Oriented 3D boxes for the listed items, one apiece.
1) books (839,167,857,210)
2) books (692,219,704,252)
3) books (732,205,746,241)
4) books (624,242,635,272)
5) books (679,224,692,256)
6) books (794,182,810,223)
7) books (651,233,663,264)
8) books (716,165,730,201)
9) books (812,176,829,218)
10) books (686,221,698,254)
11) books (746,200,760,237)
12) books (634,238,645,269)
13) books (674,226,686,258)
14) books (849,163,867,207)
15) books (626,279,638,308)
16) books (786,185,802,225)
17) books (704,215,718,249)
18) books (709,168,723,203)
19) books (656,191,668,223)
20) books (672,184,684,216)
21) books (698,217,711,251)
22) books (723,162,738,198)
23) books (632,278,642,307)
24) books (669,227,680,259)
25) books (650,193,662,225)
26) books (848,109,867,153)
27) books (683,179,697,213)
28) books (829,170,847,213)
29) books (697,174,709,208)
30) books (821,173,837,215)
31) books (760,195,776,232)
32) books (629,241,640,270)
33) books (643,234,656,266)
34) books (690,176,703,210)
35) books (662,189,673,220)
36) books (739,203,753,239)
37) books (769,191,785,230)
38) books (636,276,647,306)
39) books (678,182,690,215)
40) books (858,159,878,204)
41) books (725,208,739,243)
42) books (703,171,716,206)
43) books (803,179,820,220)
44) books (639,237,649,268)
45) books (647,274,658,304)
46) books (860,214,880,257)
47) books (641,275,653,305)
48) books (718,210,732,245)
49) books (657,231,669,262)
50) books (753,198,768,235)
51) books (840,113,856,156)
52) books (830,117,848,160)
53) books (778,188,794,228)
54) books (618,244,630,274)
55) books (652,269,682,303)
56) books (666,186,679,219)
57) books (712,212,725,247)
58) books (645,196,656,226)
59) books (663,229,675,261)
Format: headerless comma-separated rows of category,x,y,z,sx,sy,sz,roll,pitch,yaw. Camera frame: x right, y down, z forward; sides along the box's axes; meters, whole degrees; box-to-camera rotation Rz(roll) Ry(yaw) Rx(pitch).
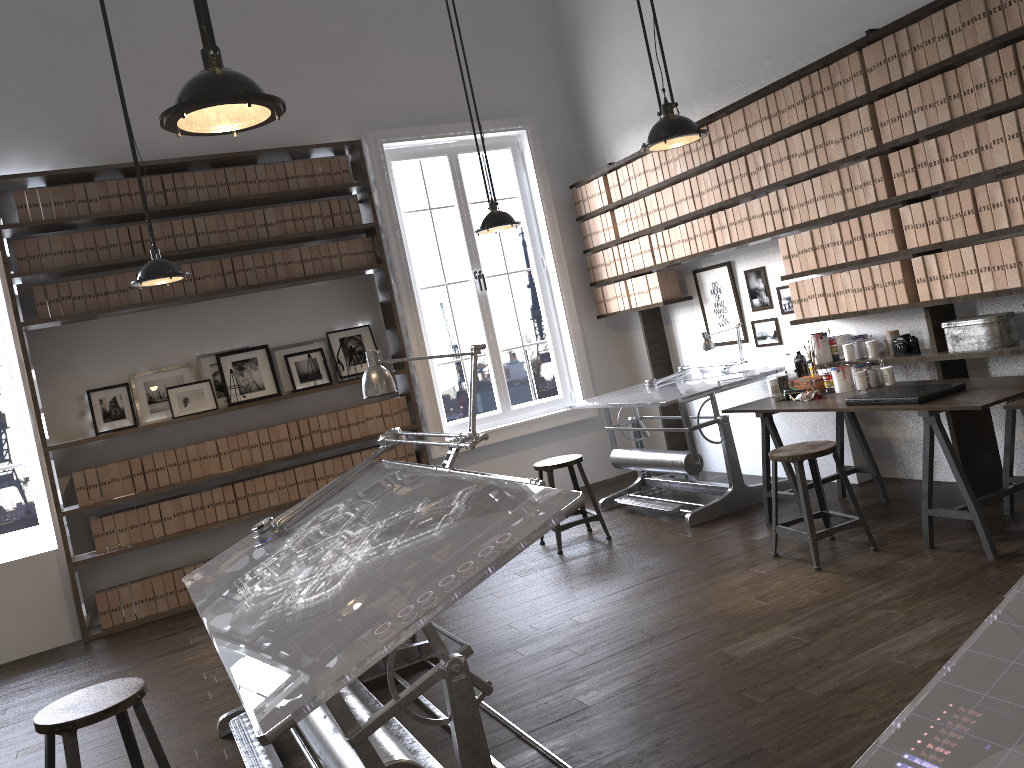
books,1.878,-1.068,4.795,0.175,0.225,0.066,-13,1,-25
books,1.328,-1.011,5.996,0.175,0.225,0.066,-13,1,-25
books,1.507,-1.027,5.610,0.175,0.225,0.066,-13,1,-25
books,0.966,-0.984,6.781,0.175,0.225,0.066,-13,1,-25
books,1.268,-1.004,6.117,0.175,0.225,0.066,-13,1,-25
books,1.737,-1.055,5.102,0.175,0.225,0.066,-13,1,-25
books,1.120,-0.991,6.449,0.175,0.225,0.066,-13,1,-25
books,1.416,-1.292,5.667,0.175,0.226,0.066,-13,1,-25
books,1.794,-1.060,4.972,0.175,0.225,0.066,-13,1,-25
books,1.298,-1.007,6.052,0.175,0.226,0.066,-13,1,-25
books,1.561,-1.032,5.488,0.175,0.225,0.066,-13,1,-25
books,1.026,-0.990,6.656,0.175,0.225,0.066,-13,1,-25
books,1.241,-1.002,6.185,0.175,0.225,0.066,-13,1,-25
books,1.908,-1.071,4.730,0.175,0.225,0.066,-13,1,-25
books,0.995,-0.710,6.840,0.175,0.226,0.066,-13,1,-25
books,1.709,-1.053,5.166,0.175,0.225,0.066,-13,1,-25
books,1.383,-1.015,5.869,0.175,0.226,0.066,-13,1,-25
books,1.386,-1.289,5.733,0.175,0.225,0.066,-13,1,-25
books,1.134,-1.267,6.300,0.175,0.225,0.066,-13,1,-25
books,1.218,-1.275,6.113,0.175,0.225,0.066,-13,1,-25
books,1.357,-1.013,5.938,0.175,0.225,0.066,-13,1,-25
books,1.446,-1.296,5.612,0.175,0.225,0.066,-13,1,-25
books,1.027,-0.713,6.775,0.175,0.225,0.066,-13,1,-25
books,1.215,-1.001,6.249,0.175,0.225,0.066,-13,1,-25
books,1.101,-1.264,6.362,0.175,0.225,0.066,-13,1,-25
books,1.879,-1.335,4.663,0.175,0.225,0.066,-13,1,-25
books,1.271,-1.279,5.989,0.175,0.226,0.066,-13,1,-25
books,1.845,-1.064,4.853,0.175,0.226,0.066,-13,1,-25
books,1.334,-1.286,5.865,0.175,0.225,0.066,-13,1,-25
books,1.821,-1.063,4.916,0.175,0.225,0.066,-13,1,-25
books,1.614,-1.036,5.364,0.175,0.226,0.066,-13,1,-25
books,0.999,-0.988,6.720,0.175,0.225,0.066,-13,1,-25
books,1.078,-0.994,6.528,0.175,0.226,0.066,-13,1,-25
books,1.303,-1.283,5.927,0.175,0.225,0.066,-13,1,-25
books,1.163,-1.270,6.235,0.175,0.225,0.066,-13,1,-25
books,1.529,-1.028,5.546,0.175,0.226,0.066,-13,1,-25
books,1.644,-1.046,5.292,0.175,0.225,0.066,-13,1,-25
books,1.054,-0.716,6.719,0.175,0.225,0.066,-13,1,-25
books,1.242,-1.277,6.055,0.175,0.225,0.066,-13,1,-25
books,1.933,-1.073,4.665,0.175,0.225,0.066,-13,1,-25
books,1.477,-1.024,5.674,0.175,0.225,0.066,-13,1,-25
books,1.359,-1.287,5.800,0.175,0.225,0.066,-13,1,-25
books,1.762,-1.057,5.037,0.175,0.226,0.066,-13,1,-25
books,1.056,-0.993,6.588,0.175,0.225,0.066,-13,1,-25
books,1.113,-0.722,6.596,0.175,0.225,0.066,-13,1,-25
books,1.968,-0.800,4.726,0.175,0.225,0.066,-13,1,-25
books,1.078,-0.718,6.657,0.175,0.226,0.066,-13,1,-25
books,1.444,-1.021,5.737,0.175,0.225,0.066,-13,1,-25
books,1.152,-0.994,6.374,0.175,0.226,0.066,-13,1,-25
books,1.586,-1.034,5.430,0.175,0.225,0.066,-13,1,-25
books,1.855,-1.333,4.720,0.175,0.225,0.066,-13,1,-25
books,1.823,-1.329,4.779,0.175,0.226,0.066,-13,1,-25
books,1.677,-1.049,5.228,0.175,0.225,0.066,-13,1,-25
books,0.933,-0.981,6.845,0.175,0.225,0.066,-13,1,-25
books,1.140,-0.724,6.532,0.175,0.225,0.066,-13,1,-25
books,1.186,-1.271,6.172,0.175,0.226,0.066,-13,1,-25
books,1.419,-1.019,5.803,0.175,0.225,0.066,-13,1,-25
books,1.075,-1.262,6.428,0.175,0.225,0.066,-13,1,-25
books,1.185,-0.998,6.312,0.175,0.225,0.066,-13,1,-25
